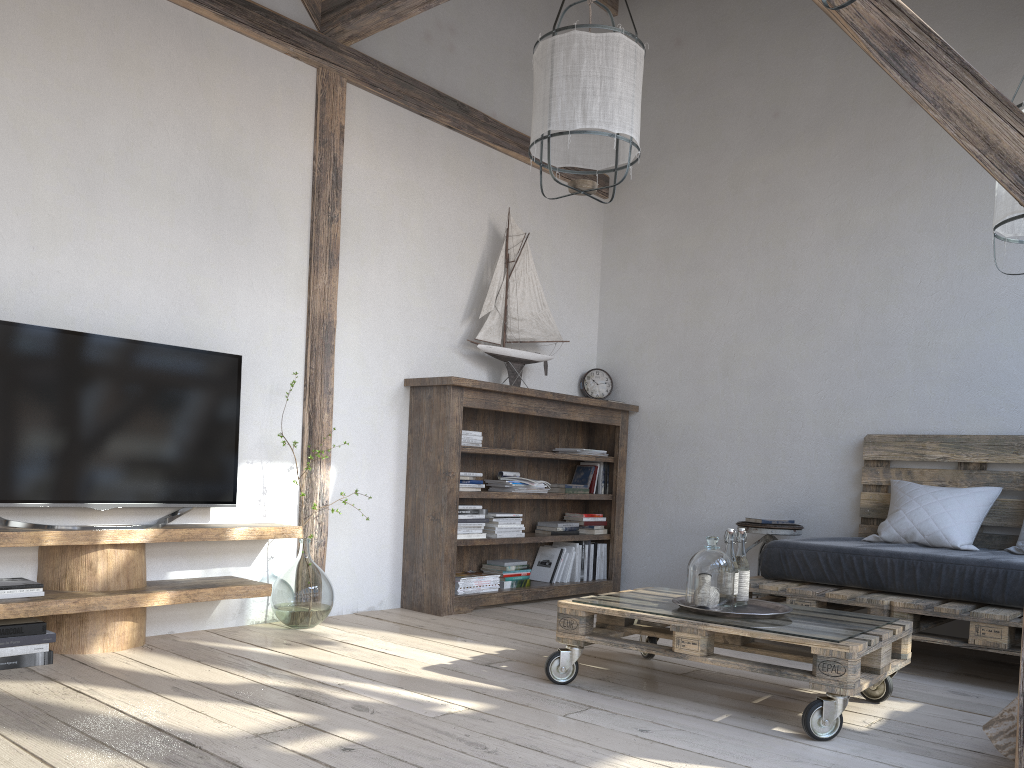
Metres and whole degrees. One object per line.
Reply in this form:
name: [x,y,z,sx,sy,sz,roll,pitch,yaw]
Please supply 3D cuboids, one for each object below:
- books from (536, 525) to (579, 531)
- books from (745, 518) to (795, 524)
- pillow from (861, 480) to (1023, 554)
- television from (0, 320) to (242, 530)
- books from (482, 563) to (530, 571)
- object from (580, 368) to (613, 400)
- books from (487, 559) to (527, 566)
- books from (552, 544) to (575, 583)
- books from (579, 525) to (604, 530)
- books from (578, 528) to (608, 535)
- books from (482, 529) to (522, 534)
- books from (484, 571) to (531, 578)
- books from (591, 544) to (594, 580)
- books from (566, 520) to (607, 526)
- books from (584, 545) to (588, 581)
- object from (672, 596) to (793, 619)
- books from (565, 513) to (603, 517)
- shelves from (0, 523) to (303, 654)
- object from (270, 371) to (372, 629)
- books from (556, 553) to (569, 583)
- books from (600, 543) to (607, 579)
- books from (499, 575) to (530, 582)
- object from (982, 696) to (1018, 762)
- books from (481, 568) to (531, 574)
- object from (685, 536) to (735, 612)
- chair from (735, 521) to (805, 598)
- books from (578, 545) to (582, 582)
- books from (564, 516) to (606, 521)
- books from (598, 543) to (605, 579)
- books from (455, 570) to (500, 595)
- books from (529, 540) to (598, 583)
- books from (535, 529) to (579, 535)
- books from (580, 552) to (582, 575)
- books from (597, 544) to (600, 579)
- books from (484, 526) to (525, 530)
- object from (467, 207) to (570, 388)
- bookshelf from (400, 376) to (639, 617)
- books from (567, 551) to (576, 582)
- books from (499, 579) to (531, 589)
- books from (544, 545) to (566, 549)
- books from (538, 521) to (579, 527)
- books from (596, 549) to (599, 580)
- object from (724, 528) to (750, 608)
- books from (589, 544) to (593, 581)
books: [0.271,0.857,5.228,0.159,0.023,0.212,-2,-8,41]
books: [1.360,0.723,4.647,0.205,0.021,0.150,5,-6,-19]
pillow: [2.183,0.567,3.917,1.128,0.354,0.352,-2,-5,41]
television: [-1.507,0.177,3.241,0.206,0.705,1.108,3,-2,42]
books: [-0.034,1.018,4.913,0.174,0.025,0.222,-1,-7,36]
object: [0.534,0.007,5.553,0.205,0.209,0.082,3,0,-13]
books: [-0.026,0.996,4.915,0.132,0.021,0.200,-2,-7,40]
books: [0.278,1.064,5.220,0.157,0.212,0.090,2,0,41]
books: [0.445,0.875,5.410,0.204,0.021,0.151,-1,-7,30]
books: [0.452,0.901,5.412,0.218,0.030,0.162,-1,-7,34]
books: [-0.076,0.802,4.811,0.157,0.017,0.220,-2,-8,41]
books: [-0.029,1.053,4.898,0.157,0.021,0.226,-2,-8,42]
books: [0.430,1.088,5.415,0.157,0.219,0.021,2,0,41]
books: [0.457,0.852,5.415,0.203,0.026,0.161,7,-7,-40]
books: [0.389,1.080,5.347,0.157,0.219,0.021,2,0,41]
object: [0.737,0.750,2.957,0.396,0.021,0.395,6,-7,-29]
books: [0.445,0.809,5.438,0.142,0.019,0.203,-2,-8,41]
shelves: [-1.494,0.755,3.234,0.330,0.450,1.611,2,-5,41]
object: [-0.845,0.524,3.966,0.274,1.120,0.516,3,0,28]
books: [0.254,1.079,5.195,0.139,0.175,0.094,1,-1,41]
books: [0.523,1.100,5.490,0.157,0.220,0.036,2,0,41]
books: [-0.030,1.074,4.899,0.157,0.021,0.226,-2,-7,37]
object: [1.797,0.751,2.134,1.011,0.473,0.812,4,-4,-19]
books: [-0.033,1.038,4.914,0.173,0.013,0.231,-3,-8,44]
object: [0.661,0.628,2.925,0.156,0.247,0.156,3,-1,10]
chair: [1.356,0.996,4.674,0.353,0.520,0.355,2,-1,45]
books: [0.347,1.072,5.290,0.157,0.220,0.017,2,0,41]
books: [0.448,0.828,5.412,0.220,0.021,0.157,8,-8,-44]
books: [0.503,1.097,5.470,0.157,0.219,0.021,2,0,41]
books: [-0.247,1.043,4.636,0.237,0.088,0.318,-2,-7,41]
books: [0.314,1.058,5.292,0.201,0.248,0.413,1,-4,42]
books: [0.266,0.879,5.222,0.229,0.024,0.152,7,-7,-40]
books: [0.357,1.091,5.305,0.139,0.185,0.018,2,0,41]
books: [0.474,1.096,5.465,0.157,0.219,0.021,2,0,41]
books: [-0.062,0.787,4.823,0.220,0.017,0.157,8,-8,-43]
object: [0.060,-0.451,4.885,0.792,0.992,0.140,4,0,-44]
bookshelf: [0.093,0.641,4.967,0.347,1.173,1.632,3,-2,42]
books: [0.304,1.083,5.243,0.139,0.183,0.065,2,0,41]
books: [-0.034,1.103,4.899,0.173,0.038,0.224,-2,-7,41]
books: [0.222,1.063,5.208,0.157,0.206,0.108,2,-1,41]
books: [0.274,0.834,5.229,0.151,0.024,0.229,-2,-7,37]
books: [0.474,1.110,5.437,0.139,0.185,0.018,2,0,41]
object: [0.770,0.634,3.049,0.071,0.268,0.154,4,0,42]
books: [0.421,1.084,5.374,0.157,0.220,0.017,2,0,41]
